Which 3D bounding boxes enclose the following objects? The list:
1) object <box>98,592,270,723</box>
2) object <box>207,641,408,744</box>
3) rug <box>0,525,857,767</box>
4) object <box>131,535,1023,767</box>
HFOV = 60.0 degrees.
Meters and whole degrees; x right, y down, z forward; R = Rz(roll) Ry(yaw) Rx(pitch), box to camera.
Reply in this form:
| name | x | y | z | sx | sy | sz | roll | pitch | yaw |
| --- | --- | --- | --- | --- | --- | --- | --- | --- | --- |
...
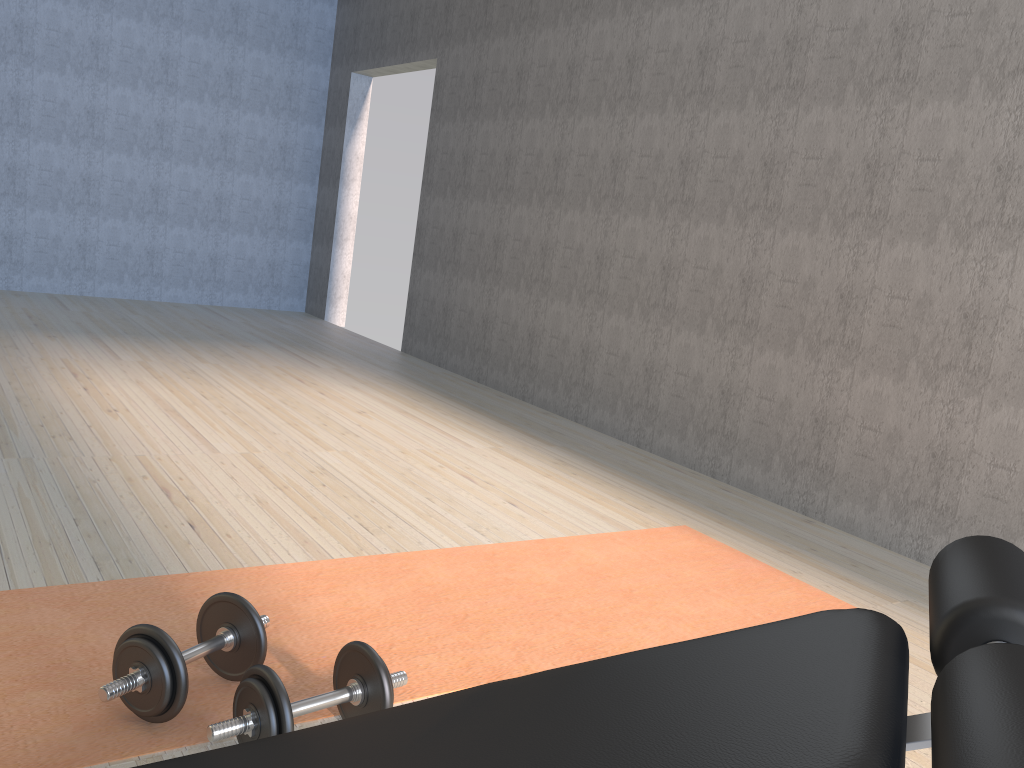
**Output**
| name | x | y | z | sx | sy | sz | roll | pitch | yaw |
| --- | --- | --- | --- | --- | --- | --- | --- | --- | --- |
| object | -0.590 | 0.499 | 1.638 | 0.176 | 0.176 | 0.385 | 13 | 10 | 26 |
| object | -0.344 | 0.559 | 1.552 | 0.385 | 0.176 | 0.176 | -1 | 13 | -43 |
| rug | -0.311 | 0.555 | 2.118 | 2.779 | 0.002 | 0.716 | 2 | 11 | -35 |
| object | -0.130 | 0.423 | 0.770 | 1.312 | 0.746 | 0.505 | 12 | 10 | 23 |
